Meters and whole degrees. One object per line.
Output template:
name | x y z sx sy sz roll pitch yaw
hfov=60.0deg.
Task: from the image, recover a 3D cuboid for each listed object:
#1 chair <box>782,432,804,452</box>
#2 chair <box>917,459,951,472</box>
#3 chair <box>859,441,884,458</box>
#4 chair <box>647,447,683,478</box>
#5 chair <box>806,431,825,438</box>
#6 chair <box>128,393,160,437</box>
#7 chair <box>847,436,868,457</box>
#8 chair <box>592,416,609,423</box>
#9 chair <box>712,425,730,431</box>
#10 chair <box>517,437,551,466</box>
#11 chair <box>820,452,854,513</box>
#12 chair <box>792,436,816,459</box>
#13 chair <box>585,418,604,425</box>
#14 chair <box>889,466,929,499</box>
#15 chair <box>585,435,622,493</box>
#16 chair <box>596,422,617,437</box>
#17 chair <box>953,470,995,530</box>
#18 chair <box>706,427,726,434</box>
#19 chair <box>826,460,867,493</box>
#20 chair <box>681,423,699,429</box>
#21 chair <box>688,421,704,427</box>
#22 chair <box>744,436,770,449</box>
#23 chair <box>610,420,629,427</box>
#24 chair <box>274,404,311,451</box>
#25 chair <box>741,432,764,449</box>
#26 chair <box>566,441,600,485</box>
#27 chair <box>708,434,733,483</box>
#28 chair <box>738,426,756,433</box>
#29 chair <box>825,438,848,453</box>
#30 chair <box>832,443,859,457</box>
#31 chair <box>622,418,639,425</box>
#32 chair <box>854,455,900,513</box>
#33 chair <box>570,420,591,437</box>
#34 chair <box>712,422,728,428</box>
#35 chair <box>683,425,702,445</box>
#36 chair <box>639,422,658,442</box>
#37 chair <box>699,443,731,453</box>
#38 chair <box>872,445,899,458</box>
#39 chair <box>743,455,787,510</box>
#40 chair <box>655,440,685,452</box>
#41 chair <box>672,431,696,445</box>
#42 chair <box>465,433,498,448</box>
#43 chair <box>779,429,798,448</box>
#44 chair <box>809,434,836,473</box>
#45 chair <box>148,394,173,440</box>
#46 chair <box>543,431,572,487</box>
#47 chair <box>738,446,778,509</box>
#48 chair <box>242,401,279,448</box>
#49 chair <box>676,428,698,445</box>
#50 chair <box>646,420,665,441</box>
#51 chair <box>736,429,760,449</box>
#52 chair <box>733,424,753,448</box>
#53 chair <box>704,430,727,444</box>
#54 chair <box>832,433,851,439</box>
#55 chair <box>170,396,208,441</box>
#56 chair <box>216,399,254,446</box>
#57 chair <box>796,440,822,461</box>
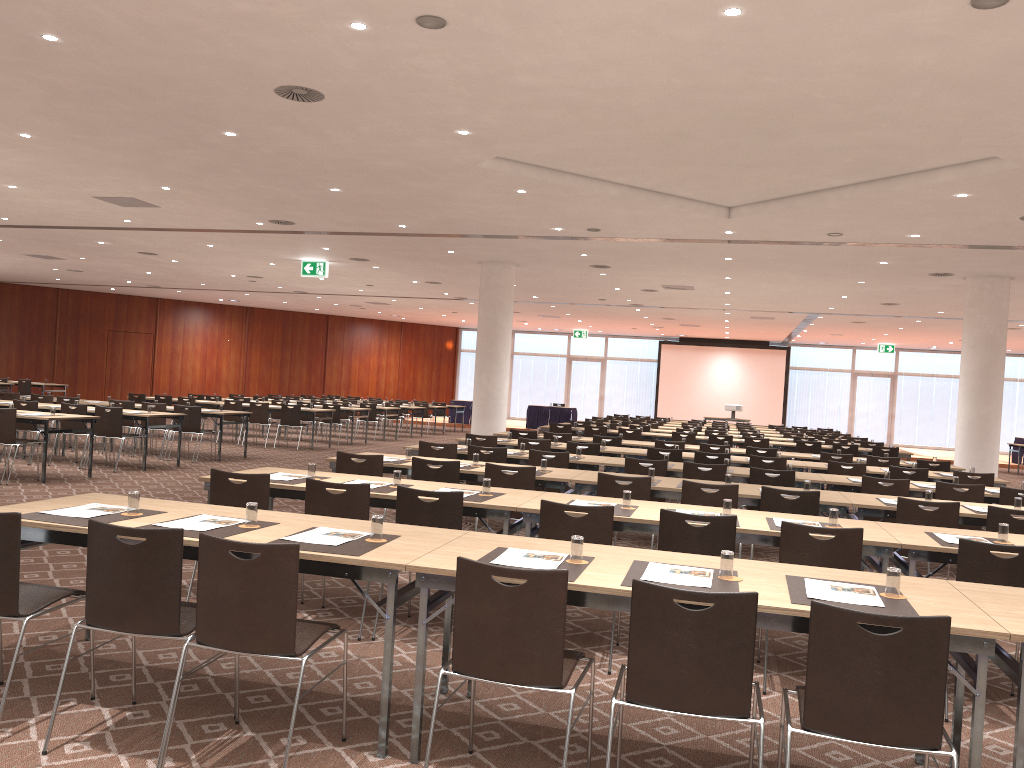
chair | 6.300 1.558 19.959 0.535 0.939 0.614 4 0 15
chair | 5.771 1.511 12.292 0.535 0.939 0.614 4 0 11
chair | 7.109 1.604 17.627 0.535 0.939 0.614 4 0 15
chair | 1.915 1.271 11.245 0.535 0.939 0.614 4 0 11
chair | 7.376 1.628 21.713 0.535 0.939 0.614 4 0 11
chair | -8.021 0.671 19.175 0.535 0.939 0.614 4 0 16
chair | 7.583 1.637 19.605 0.535 0.939 0.614 4 0 13
chair | 2.283 1.315 22.907 0.535 0.939 0.614 4 0 15
chair | 5.203 1.495 22.238 0.535 0.939 0.614 4 0 12
chair | 0.296 1.171 11.592 0.535 0.939 0.614 4 0 12
chair | 4.557 1.437 12.585 0.535 0.939 0.614 4 0 13
chair | 5.871 1.528 17.926 0.535 0.939 0.614 4 0 12
chair | 1.938 1.290 21.012 0.535 0.939 0.614 4 0 11
chair | 4.633 1.437 10.509 0.535 0.939 0.614 4 0 11
chair | 1.442 1.245 13.416 0.535 0.939 0.614 4 0 15
chair | 2.010 1.291 18.858 0.535 0.939 0.614 4 0 16
chair | 5.331 1.480 10.376 0.535 0.939 0.614 4 0 14
chair | 4.660 1.457 20.355 0.535 0.939 0.614 4 0 14
chair | 4.012 1.399 10.738 0.535 0.939 0.614 4 0 15
chair | 4.482 1.450 22.376 0.535 0.939 0.614 4 0 15
chair | 5.042 1.489 24.377 0.535 0.939 0.614 4 0 16
chair | 4.449 1.437 16.211 0.535 0.939 0.614 4 0 15
chair | 2.529 1.327 20.826 0.535 0.939 0.614 4 0 17
chair | -4.538 0.885 18.418 0.535 0.939 0.614 4 0 12
chair | 4.922 1.470 18.234 0.535 0.939 0.614 4 0 11
chair | 0.923 1.210 11.405 0.535 0.939 0.614 4 0 16
chair | 3.842 1.400 16.437 0.535 0.939 0.614 4 0 13
chair | 5.827 1.533 22.130 0.535 0.939 0.614 4 0 11
chair | 6.469 1.565 17.817 0.535 0.939 0.614 4 0 13
chair | 5.910 1.526 15.859 0.535 0.939 0.614 4 0 12
chair | 3.047 1.362 22.801 0.535 0.939 0.614 4 0 13
chair | 5.164 1.474 12.474 0.535 0.939 0.614 4 0 13
chair | 1.469 1.258 19.024 0.535 0.939 0.614 4 0 14
chair | 5.660 1.527 24.185 0.535 0.939 0.614 4 0 16
chair | 4.139 1.425 20.437 0.535 0.939 0.614 4 0 15
chair | 3.162 1.365 20.637 0.535 0.939 0.614 4 0 11
chair | 2.951 1.338 13.008 0.535 0.939 0.614 4 0 13
chair | 6.598 1.569 15.772 0.535 0.939 0.614 4 0 16
chair | 3.119 1.344 10.911 0.535 0.939 0.614 4 0 14
chair | 2.326 1.300 13.124 0.535 0.939 0.614 4 0 16
chair | 3.192 1.360 16.551 0.535 0.939 0.614 4 0 14
chair | -0.388 1.129 11.801 0.535 0.939 0.614 4 0 14
chair | 6.774 1.591 21.823 0.535 0.939 0.614 4 0 13
chair | 6.927 1.597 19.728 0.535 0.939 0.614 4 0 16
chair | -7.433 0.707 19.117 0.535 0.939 0.614 4 0 15
chair | 0.696 1.199 13.517 0.535 0.939 0.614 4 0 12
chair | 3.589 1.377 12.898 0.535 0.939 0.614 4 0 11
chair | -5.216 0.843 18.498 0.535 0.939 0.614 4 0 12
chair | 3.621 1.390 18.469 0.535 0.939 0.614 4 0 14
chair | 3.641 1.399 22.615 0.535 0.939 0.614 4 0 16
chair | 5.366 1.501 20.105 0.535 0.939 0.614 4 0 13
chair | 6.283 1.565 23.999 0.535 0.939 0.614 4 0 16
chair | 4.188 1.425 18.368 0.535 0.939 0.614 4 0 12
chair | 7.953 1.663 21.538 0.535 0.939 0.614 4 0 15
chair | -6.855 0.742 18.894 0.535 0.939 0.614 4 0 15
chair | -5.836 0.805 18.792 0.535 0.939 0.614 4 0 16
chair | 5.322 1.490 16.037 0.535 0.939 0.614 4 0 12
